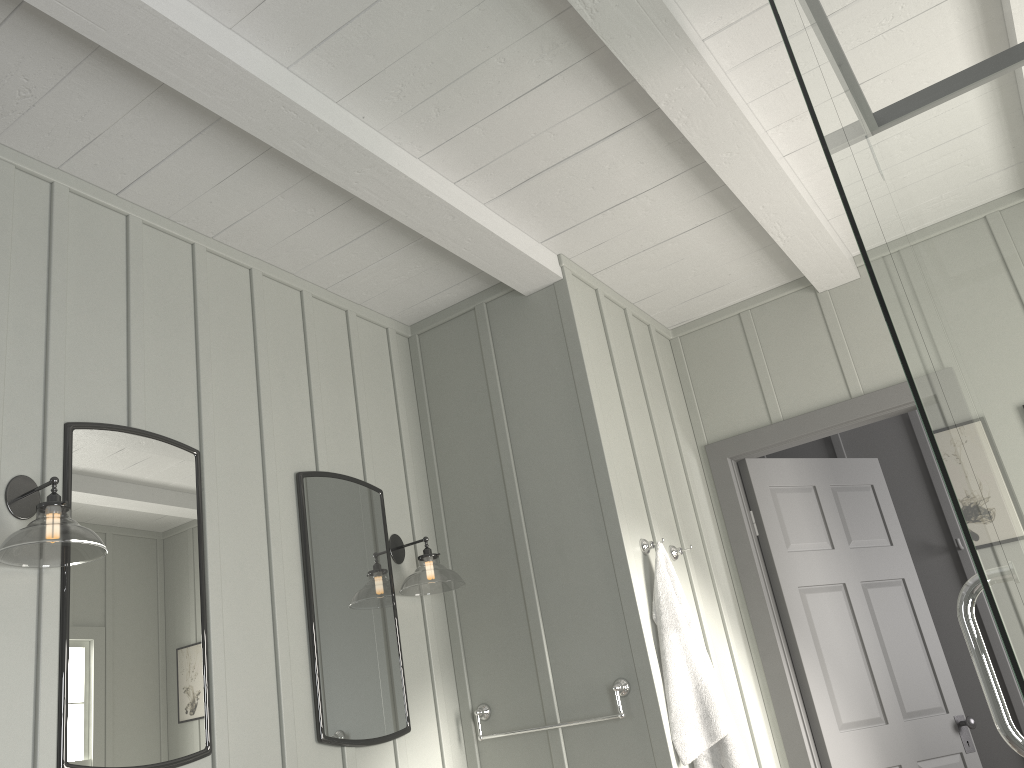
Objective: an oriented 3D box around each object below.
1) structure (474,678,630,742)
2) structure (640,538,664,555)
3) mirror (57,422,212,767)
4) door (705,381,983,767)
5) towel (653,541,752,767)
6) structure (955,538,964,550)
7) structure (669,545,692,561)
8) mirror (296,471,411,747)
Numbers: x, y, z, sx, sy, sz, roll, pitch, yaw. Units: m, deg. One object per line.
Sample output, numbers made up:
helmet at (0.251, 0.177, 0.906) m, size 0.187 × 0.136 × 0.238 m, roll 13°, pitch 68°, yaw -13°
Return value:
structure at (0.119, 1.093, 2.952) m, size 0.621 × 0.122 × 0.053 m, roll -22°, pitch -25°, yaw 30°
structure at (0.492, 0.557, 3.068) m, size 0.082 × 0.056 × 0.055 m, roll -22°, pitch -25°, yaw 29°
mirror at (-0.955, 0.525, 2.262) m, size 0.015 × 0.883 × 0.412 m, roll -22°, pitch -25°, yaw 28°
door at (-0.491, 0.495, 1.012) m, size 4.394 × 2.193 × 7.549 m, roll -22°, pitch -25°, yaw 29°
towel at (0.644, 1.084, 2.823) m, size 0.167 × 1.202 × 0.309 m, roll -25°, pitch -26°, yaw 33°
structure at (2.226, 0.799, 4.385) m, size 0.020 × 0.051 × 0.131 m, roll -22°, pitch -25°, yaw 28°
structure at (0.628, 0.616, 3.264) m, size 0.082 × 0.056 × 0.055 m, roll -22°, pitch -25°, yaw 29°
mirror at (-0.516, 0.715, 2.894) m, size 0.015 × 0.883 × 0.412 m, roll -22°, pitch -25°, yaw 28°
